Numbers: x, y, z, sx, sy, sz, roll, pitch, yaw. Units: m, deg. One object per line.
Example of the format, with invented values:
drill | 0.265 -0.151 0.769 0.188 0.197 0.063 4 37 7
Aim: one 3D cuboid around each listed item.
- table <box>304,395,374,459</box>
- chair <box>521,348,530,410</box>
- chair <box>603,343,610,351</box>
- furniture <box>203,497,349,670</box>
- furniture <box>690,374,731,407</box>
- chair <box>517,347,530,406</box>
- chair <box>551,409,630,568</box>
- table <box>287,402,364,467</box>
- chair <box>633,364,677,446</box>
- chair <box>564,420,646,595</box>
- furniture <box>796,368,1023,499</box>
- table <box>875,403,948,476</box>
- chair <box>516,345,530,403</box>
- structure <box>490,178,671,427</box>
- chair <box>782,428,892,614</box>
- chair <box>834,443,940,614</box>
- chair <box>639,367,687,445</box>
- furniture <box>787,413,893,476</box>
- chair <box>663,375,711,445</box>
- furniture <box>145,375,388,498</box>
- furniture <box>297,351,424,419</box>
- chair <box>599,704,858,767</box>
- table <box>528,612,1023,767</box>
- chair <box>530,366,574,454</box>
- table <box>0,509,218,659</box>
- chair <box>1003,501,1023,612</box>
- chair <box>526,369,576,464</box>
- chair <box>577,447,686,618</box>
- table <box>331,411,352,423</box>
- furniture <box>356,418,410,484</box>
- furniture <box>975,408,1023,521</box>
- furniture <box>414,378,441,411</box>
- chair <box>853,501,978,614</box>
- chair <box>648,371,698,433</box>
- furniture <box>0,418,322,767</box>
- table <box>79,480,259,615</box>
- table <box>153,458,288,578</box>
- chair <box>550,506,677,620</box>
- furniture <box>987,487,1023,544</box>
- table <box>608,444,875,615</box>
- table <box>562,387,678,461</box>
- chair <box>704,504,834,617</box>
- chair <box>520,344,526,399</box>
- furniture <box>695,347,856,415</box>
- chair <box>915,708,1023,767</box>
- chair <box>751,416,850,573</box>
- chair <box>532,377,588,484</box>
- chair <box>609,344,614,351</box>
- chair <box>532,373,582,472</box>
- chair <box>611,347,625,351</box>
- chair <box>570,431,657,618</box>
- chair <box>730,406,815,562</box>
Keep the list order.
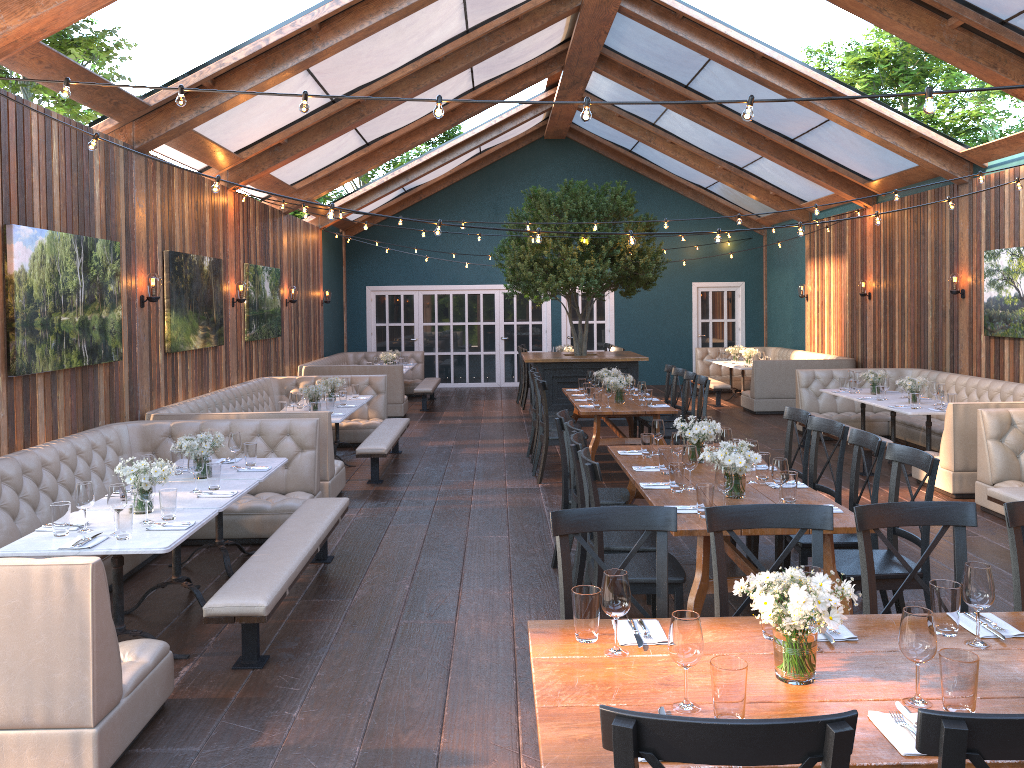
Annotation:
table | -2.105 0.513 10.639 0.798 0.671 0.801 -1 4 -2
chair | 0.426 -0.093 15.116 0.539 1.018 0.478 -1 2 -1
chair | 1.633 -0.260 16.817 0.539 1.018 0.478 -1 2 -6
furniture | -1.322 1.118 5.320 0.313 0.398 2.336 -1 5 -1
furniture | 3.505 0.102 15.995 0.313 0.398 2.336 -1 5 -1
chair | 0.368 -0.142 15.676 0.539 1.018 0.478 -1 2 -6
chair | 0.548 0.712 6.144 0.539 1.018 0.478 0 2 7
table | -2.091 0.586 9.823 0.798 0.671 0.801 -1 4 -1
chair | 1.738 0.288 10.707 0.539 1.018 0.478 -1 2 -1
chair | 0.586 0.762 5.577 0.539 1.018 0.478 -1 2 -4
furniture | 4.718 0.402 9.936 1.709 0.857 4.172 -1 5 -1
table | 4.294 0.574 9.116 0.798 0.671 0.801 -1 4 -2
chair | 0.344 -0.192 16.235 0.539 1.018 0.478 -1 2 4
structure | 1.055 -1.295 13.511 2.714 3.690 2.859 0 3 8
chair | 1.836 0.794 5.052 0.539 1.018 0.478 -1 2 4
chair | 1.846 0.845 4.491 0.539 1.018 0.478 -1 2 -1
chair | 1.748 0.338 10.146 0.539 1.018 0.478 -1 2 -6
furniture | 3.610 0.646 9.923 0.313 0.398 2.336 -1 5 -1
chair | 1.768 0.438 9.027 0.539 1.018 0.478 -1 2 4
furniture | -2.481 0.497 9.817 1.709 0.857 4.172 -1 5 -1
furniture | -2.585 -0.045 15.865 1.709 0.857 4.172 -1 5 -1
chair | 0.421 1.099 1.843 0.477 1.018 0.541 -1 2 4
table | 1.279 1.176 2.496 2.430 0.728 0.953 -1 4 -1
chair | 0.473 0.305 10.685 0.539 1.018 0.478 -1 2 4
table | -1.998 1.064 4.490 0.798 0.671 0.801 -1 4 -2
chair | 2.080 0.964 3.132 0.477 1.018 0.541 -1 2 -1
chair | 0.446 0.355 10.125 0.539 1.018 0.478 -1 2 -6
chair | 0.586 0.861 4.470 0.539 1.018 0.478 -1 2 -1
table | -2.076 0.659 9.008 0.798 0.671 0.801 -1 4 -2
furniture | -1.400 0.713 9.838 0.313 0.398 2.336 -1 5 -1
furniture | 4.796 0.807 5.414 1.709 0.857 4.172 -1 5 -1
furniture | -1.505 0.169 15.909 0.313 0.398 2.336 -1 5 -1
chair | 1.520 0.971 3.122 0.477 1.018 0.541 -1 2 -6
chair | 1.758 0.388 9.587 0.539 1.018 0.478 -1 2 -1
furniture | -2.402 0.903 5.286 1.709 0.857 4.172 -1 5 -1
table | -2.012 0.991 5.306 0.798 0.671 0.801 -1 4 -1
table | -2.027 0.918 6.121 0.798 0.671 0.801 -1 4 -2
chair | 0.400 0.986 3.103 0.477 1.018 0.541 -1 2 -6
furniture | 3.688 1.051 5.406 0.313 0.398 2.336 -1 5 -1
table | 1.205 0.923 5.325 0.950 0.728 2.439 -1 5 -1
table | 1.127 0.518 9.835 0.950 0.728 2.439 -1 5 -1
chair | 0.960 0.979 3.113 0.477 1.018 0.541 -1 2 -1
chair | 0.414 -0.244 16.796 0.539 1.018 0.478 -1 2 5
furniture | 4.614 -0.139 15.974 1.709 0.857 4.172 -1 5 -1
chair | 0.981 1.092 1.853 0.477 1.018 0.541 -1 2 -6
chair | 1.827 0.744 5.611 0.539 1.018 0.478 -1 2 -6
chair | 0.490 0.455 9.005 0.539 1.018 0.478 -1 2 -6
chair | 1.642 -0.210 16.258 0.539 1.018 0.478 -1 2 4
chair | 0.480 0.405 9.565 0.539 1.018 0.478 -1 2 2
chair | 1.642 -0.108 15.120 0.540 1.018 0.478 -1 2 -18
chair | 0.570 0.811 5.029 0.539 1.018 0.478 -1 2 5
chair | 1.817 0.694 6.172 0.539 1.018 0.478 -1 2 -1
